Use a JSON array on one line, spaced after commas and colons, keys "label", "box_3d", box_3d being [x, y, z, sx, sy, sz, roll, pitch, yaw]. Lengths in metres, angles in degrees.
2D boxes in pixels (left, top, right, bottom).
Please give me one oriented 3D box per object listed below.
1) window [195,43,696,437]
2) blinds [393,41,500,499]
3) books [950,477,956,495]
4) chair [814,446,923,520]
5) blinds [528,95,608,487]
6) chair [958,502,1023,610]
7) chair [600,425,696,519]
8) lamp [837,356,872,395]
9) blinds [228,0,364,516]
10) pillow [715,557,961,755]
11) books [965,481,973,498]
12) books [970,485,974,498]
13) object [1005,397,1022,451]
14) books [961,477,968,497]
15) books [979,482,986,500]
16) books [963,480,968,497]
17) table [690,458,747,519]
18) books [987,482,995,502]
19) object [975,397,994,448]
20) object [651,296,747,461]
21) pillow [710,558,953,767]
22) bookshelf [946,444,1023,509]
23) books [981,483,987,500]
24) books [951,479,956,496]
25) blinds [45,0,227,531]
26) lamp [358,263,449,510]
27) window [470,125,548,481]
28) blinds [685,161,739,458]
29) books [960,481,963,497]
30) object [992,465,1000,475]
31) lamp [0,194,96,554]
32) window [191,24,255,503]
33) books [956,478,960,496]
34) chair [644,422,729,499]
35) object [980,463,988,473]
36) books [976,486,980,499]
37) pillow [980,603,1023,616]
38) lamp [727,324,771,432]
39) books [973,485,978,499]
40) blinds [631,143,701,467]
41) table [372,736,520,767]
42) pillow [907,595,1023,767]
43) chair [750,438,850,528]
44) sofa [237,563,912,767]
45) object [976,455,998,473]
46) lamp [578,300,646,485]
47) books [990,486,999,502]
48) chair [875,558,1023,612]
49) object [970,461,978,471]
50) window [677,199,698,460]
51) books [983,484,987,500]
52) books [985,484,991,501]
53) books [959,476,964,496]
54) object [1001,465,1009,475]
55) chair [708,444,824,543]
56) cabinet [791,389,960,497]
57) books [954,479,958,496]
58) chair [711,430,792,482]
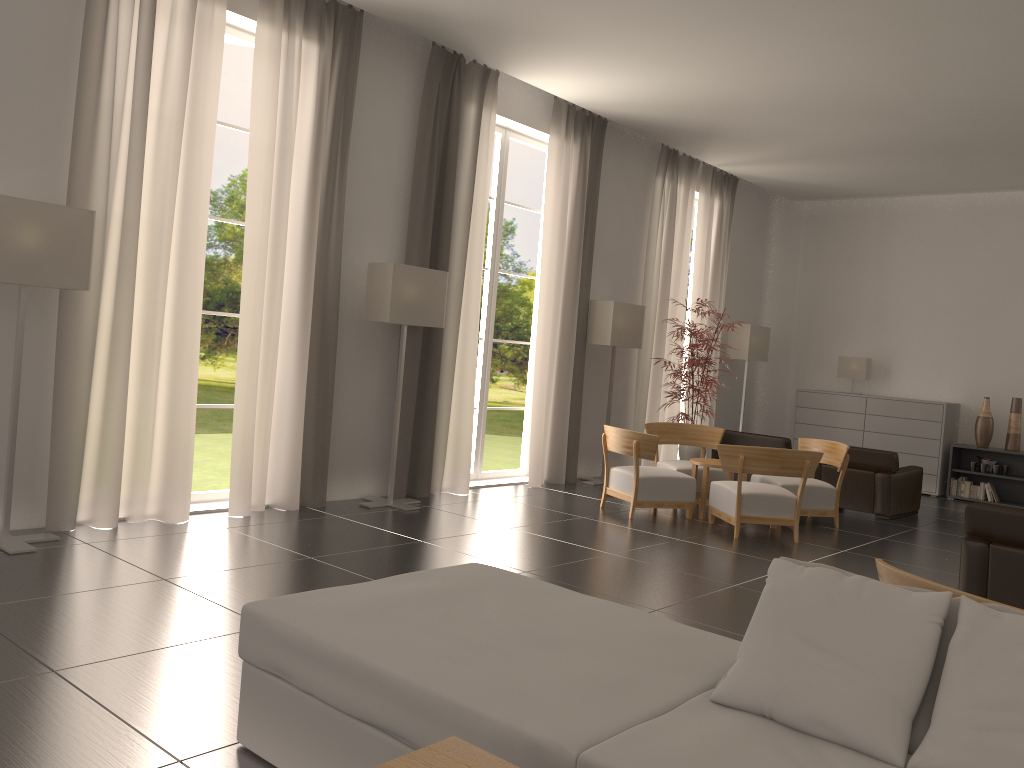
[{"label": "window", "box_3d": [14.535, -2.634, 14.493, 99.217, 20.574, 48.598, 7, 3, 41]}, {"label": "blinds", "box_3d": [-0.955, -1.593, 12.817, 0.415, 6.430, 1.548, 6, 1, 45]}, {"label": "books", "box_3d": [8.728, 2.026, 17.559, 0.022, 0.338, 0.253, 6, 2, 41]}, {"label": "chair", "box_3d": [5.924, 1.583, 14.992, 1.539, 1.075, 1.499, 6, 2, 41]}, {"label": "blinds", "box_3d": [0.890, -1.517, 14.964, 0.418, 6.430, 1.549, 6, 1, 37]}, {"label": "chair", "box_3d": [5.319, 1.766, 8.686, 1.539, 1.075, 1.499, 6, 2, 41]}, {"label": "chair", "box_3d": [1.934, 1.260, 12.870, 1.150, 1.226, 1.453, 4, 2, -24]}, {"label": "lamp", "box_3d": [7.474, -0.184, 19.400, 0.619, 0.796, 0.309, 6, 2, 41]}, {"label": "blinds", "box_3d": [-2.652, -1.662, 10.839, 0.418, 6.430, 1.549, 6, 1, 37]}, {"label": "pillow", "box_3d": [1.443, 1.142, 3.853, 0.920, 0.577, 0.549, 6, 2, 41]}, {"label": "books", "box_3d": [8.957, 2.066, 17.366, 0.054, 0.311, 0.244, 6, 2, 41]}, {"label": "books", "box_3d": [9.022, 2.103, 17.360, 0.055, 0.249, 0.167, 6, 2, 41]}, {"label": "object", "box_3d": [9.701, 0.778, 17.110, 0.262, 1.025, 0.262, 6, 2, 44]}, {"label": "books", "box_3d": [8.897, 2.023, 17.428, 0.039, 0.384, 0.232, 6, 2, 41]}, {"label": "books", "box_3d": [9.145, 2.078, 17.242, 0.055, 0.328, 0.187, 6, 2, 41]}, {"label": "books", "box_3d": [8.924, 2.059, 17.401, 0.039, 0.318, 0.236, 6, 2, 41]}, {"label": "table", "box_3d": [3.039, 1.556, 13.108, 0.869, 0.803, 0.870, 4, 2, -27]}, {"label": "books", "box_3d": [9.257, 2.080, 17.114, 0.138, 0.354, 0.236, 6, 2, 41]}, {"label": "object", "box_3d": [9.198, 0.747, 17.252, 0.326, 0.992, 0.327, 4, 1, -26]}, {"label": "object", "box_3d": [3.162, 0.173, 15.711, 1.490, 3.396, 1.770, 5, 1, 26]}, {"label": "pillow", "box_3d": [1.351, 1.118, 3.747, 0.802, 0.598, 0.585, 6, 2, 40]}, {"label": "bookshelf", "box_3d": [9.992, 1.870, 16.725, 3.083, 1.079, 0.740, 7, 2, 41]}, {"label": "books", "box_3d": [9.152, 2.083, 17.192, 0.019, 0.324, 0.254, 6, 2, 41]}, {"label": "books", "box_3d": [8.763, 2.046, 17.546, 0.048, 0.305, 0.226, 6, 2, 41]}, {"label": "blinds", "box_3d": [-3.910, -1.713, 9.377, 0.415, 6.430, 1.548, 6, 1, 45]}, {"label": "lamp", "box_3d": [-1.504, 0.028, 11.854, 0.909, 3.177, 0.999, 6, 1, 41]}, {"label": "window", "box_3d": [-0.374, -1.294, 14.462, 0.110, 5.748, 2.642, 6, 1, 41]}, {"label": "blinds", "box_3d": [4.098, -1.386, 18.699, 0.418, 6.430, 1.549, 6, 1, 37]}, {"label": "books", "box_3d": [8.877, 2.061, 17.455, 0.017, 0.302, 0.215, 6, 2, 41]}, {"label": "object", "box_3d": [9.318, 1.652, 17.072, 0.136, 0.179, 0.135, 5, 1, 11]}, {"label": "lamp", "box_3d": [-4.603, -0.098, 8.245, 0.909, 3.177, 0.999, 6, 1, 41]}, {"label": "window", "box_3d": [-3.815, -1.434, 10.454, 0.110, 5.748, 2.642, 6, 1, 41]}, {"label": "books", "box_3d": [8.835, 2.028, 17.496, 0.039, 0.358, 0.210, 6, 2, 41]}, {"label": "chair", "box_3d": [2.861, 1.287, 14.247, 1.451, 1.226, 1.152, 4, 2, -14]}, {"label": "object", "box_3d": [9.143, 1.633, 17.186, 0.135, 0.179, 0.135, 6, 2, 42]}, {"label": "books", "box_3d": [9.106, 2.113, 17.287, 0.055, 0.249, 0.167, 6, 2, 41]}, {"label": "pillow", "box_3d": [2.102, 1.218, 3.279, 0.920, 0.591, 0.557, 6, 2, 40]}, {"label": "lamp", "box_3d": [5.120, 0.299, 19.568, 0.909, 3.177, 0.999, 6, 1, 41]}, {"label": "books", "box_3d": [9.064, 2.108, 17.324, 0.055, 0.249, 0.167, 6, 2, 41]}, {"label": "blinds", "box_3d": [2.994, -1.432, 17.416, 0.415, 6.430, 1.548, 6, 1, 45]}, {"label": "table", "box_3d": [-0.153, 1.682, 1.947, 1.602, 0.840, 1.599, 6, 2, 41]}, {"label": "pillow", "box_3d": [1.965, 1.191, 3.218, 0.802, 0.595, 0.595, 6, 2, 41]}, {"label": "chair", "box_3d": [4.330, 1.444, 13.331, 1.150, 1.226, 1.453, 5, 2, -9]}, {"label": "sofa", "box_3d": [0.013, 1.500, 2.092, 5.531, 1.204, 5.601, 7, 3, 41]}, {"label": "object", "box_3d": [9.290, 1.574, 17.339, 0.142, 0.309, 0.414, 4, 2, -35]}, {"label": "lamp", "box_3d": [1.735, 0.161, 15.627, 0.909, 3.177, 0.999, 6, 1, 41]}, {"label": "books", "box_3d": [9.294, 2.116, 17.070, 0.142, 0.289, 0.252, 6, 2, 41]}, {"label": "chair", "box_3d": [2.567, 1.624, 4.474, 1.150, 1.226, 1.453, 4, 2, -24]}, {"label": "object", "box_3d": [9.040, 1.617, 17.373, 0.135, 0.179, 0.135, 6, 2, 42]}, {"label": "window", "box_3d": [3.067, -1.153, 18.469, 0.110, 5.748, 2.642, 6, 1, 41]}, {"label": "books", "box_3d": [9.171, 2.094, 17.185, 0.017, 0.305, 0.239, 6, 2, 41]}, {"label": "books", "box_3d": [9.223, 2.093, 17.132, 0.130, 0.322, 0.252, 6, 2, 41]}, {"label": "books", "box_3d": [8.860, 2.017, 17.468, 0.029, 0.385, 0.219, 6, 2, 41]}, {"label": "object", "box_3d": [9.534, 1.667, 17.157, 0.135, 0.179, 0.135, 3, 2, -43]}, {"label": "chair", "box_3d": [3.326, 1.411, 11.952, 1.452, 1.226, 1.151, 5, 2, -4]}, {"label": "cabinet", "box_3d": [7.674, 1.192, 18.914, 3.083, 1.875, 1.039, 6, 2, 41]}, {"label": "books", "box_3d": [8.791, 2.046, 17.509, 0.039, 0.312, 0.245, 6, 2, 41]}, {"label": "chair", "box_3d": [4.576, 1.427, 16.157, 1.539, 1.075, 1.499, 6, 2, 41]}]
